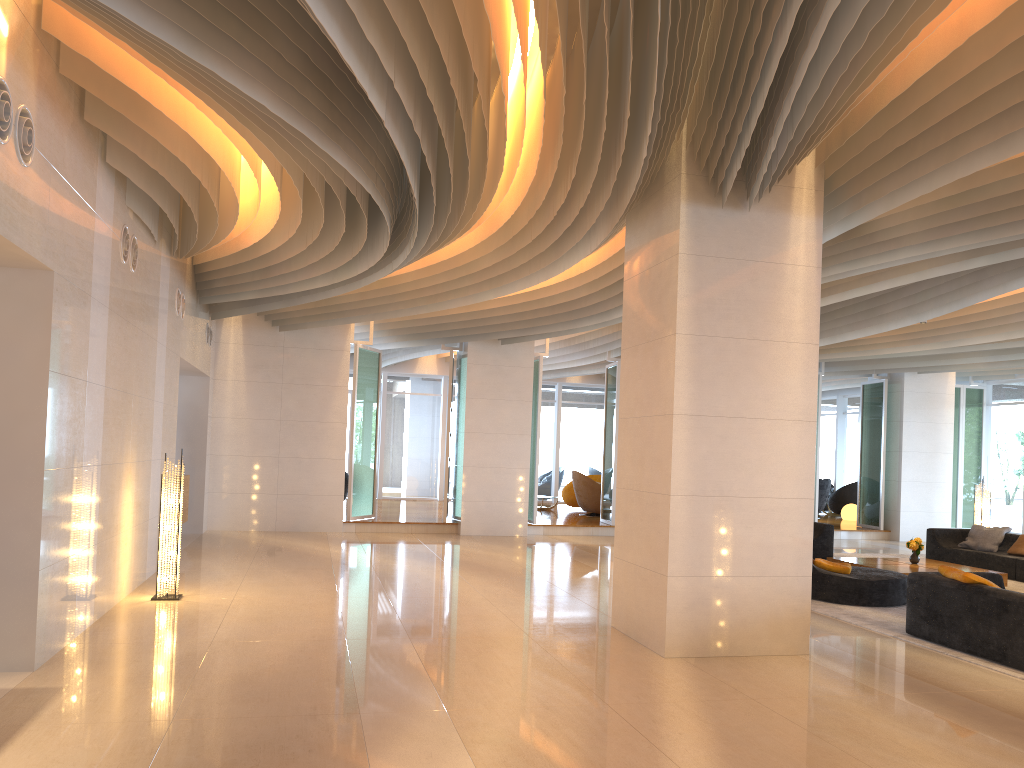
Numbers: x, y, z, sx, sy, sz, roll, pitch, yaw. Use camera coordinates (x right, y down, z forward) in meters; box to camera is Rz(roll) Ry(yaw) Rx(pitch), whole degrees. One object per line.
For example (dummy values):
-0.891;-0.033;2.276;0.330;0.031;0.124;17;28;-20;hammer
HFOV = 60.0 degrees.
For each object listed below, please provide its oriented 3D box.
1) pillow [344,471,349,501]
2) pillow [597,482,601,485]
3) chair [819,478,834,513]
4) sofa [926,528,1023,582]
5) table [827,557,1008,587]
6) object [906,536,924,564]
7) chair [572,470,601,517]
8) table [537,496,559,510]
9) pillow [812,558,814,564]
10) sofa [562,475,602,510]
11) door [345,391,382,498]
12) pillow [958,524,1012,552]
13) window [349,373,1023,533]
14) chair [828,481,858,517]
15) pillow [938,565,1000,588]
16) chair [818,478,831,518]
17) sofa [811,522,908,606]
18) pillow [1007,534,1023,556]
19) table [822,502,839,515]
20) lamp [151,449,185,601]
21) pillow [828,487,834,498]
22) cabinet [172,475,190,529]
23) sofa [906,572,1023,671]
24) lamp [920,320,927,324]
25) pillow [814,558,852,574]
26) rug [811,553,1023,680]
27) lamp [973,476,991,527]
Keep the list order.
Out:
-3.911;2.024;17.219;1.533;1.004;1.127;3;-3;-16;pillow
1.946;2.312;19.614;0.480;0.453;0.611;4;-4;-32;pillow
8.520;3.105;25.016;1.519;1.004;1.138;2;-3;-1;chair
7.470;2.482;12.470;0.949;0.581;3.753;3;-4;-13;sofa
5.391;2.544;11.931;1.614;0.219;1.591;3;-5;-14;table
5.506;2.264;12.115;0.233;0.376;0.269;2;-2;19;object
1.903;2.457;19.936;1.140;1.003;1.516;3;-3;-6;chair
0.604;2.857;21.293;1.085;0.318;0.816;3;-4;-7;table
3.394;1.994;10.447;0.331;0.310;0.421;3;-3;-12;pillow
2.464;2.699;22.093;2.598;0.899;1.097;4;-4;-24;sofa
-4.198;1.581;23.131;1.472;2.767;0.060;3;-1;-15;door
7.325;2.385;13.757;0.557;0.377;0.628;5;-4;-35;pillow
10.203;0.873;10.322;53.518;3.215;22.588;-2;-6;42;window
8.957;2.968;23.036;1.529;1.004;1.130;3;-3;-11;chair
4.023;1.780;7.612;0.544;0.377;0.643;2;-4;9;pillow
7.366;2.845;22.244;1.547;1.004;1.117;5;-4;-41;chair
4.105;2.296;12.184;2.849;0.652;5.056;3;-5;-13;sofa
7.494;2.355;12.938;0.325;0.312;0.404;3;-3;-15;pillow
8.797;3.382;24.016;1.085;0.318;0.816;3;-4;-7;table
-3.303;1.346;8.578;0.252;1.448;0.248;3;-1;-14;lamp
8.878;3.031;25.079;0.500;0.408;0.468;1;-3;14;pillow
-4.767;1.575;11.986;0.564;0.660;1.501;3;-4;-13;cabinet
4.432;1.892;6.392;0.949;0.581;3.753;3;-4;-13;sofa
5.604;-1.577;12.037;0.087;1.503;0.090;1;-1;31;lamp
3.690;2.089;10.202;0.406;0.135;0.422;1;-4;20;pillow
6.450;2.333;7.252;5.559;0.022;16.118;3;-5;-13;rug
7.841;2.255;14.794;0.252;1.448;0.248;3;-1;-14;lamp
